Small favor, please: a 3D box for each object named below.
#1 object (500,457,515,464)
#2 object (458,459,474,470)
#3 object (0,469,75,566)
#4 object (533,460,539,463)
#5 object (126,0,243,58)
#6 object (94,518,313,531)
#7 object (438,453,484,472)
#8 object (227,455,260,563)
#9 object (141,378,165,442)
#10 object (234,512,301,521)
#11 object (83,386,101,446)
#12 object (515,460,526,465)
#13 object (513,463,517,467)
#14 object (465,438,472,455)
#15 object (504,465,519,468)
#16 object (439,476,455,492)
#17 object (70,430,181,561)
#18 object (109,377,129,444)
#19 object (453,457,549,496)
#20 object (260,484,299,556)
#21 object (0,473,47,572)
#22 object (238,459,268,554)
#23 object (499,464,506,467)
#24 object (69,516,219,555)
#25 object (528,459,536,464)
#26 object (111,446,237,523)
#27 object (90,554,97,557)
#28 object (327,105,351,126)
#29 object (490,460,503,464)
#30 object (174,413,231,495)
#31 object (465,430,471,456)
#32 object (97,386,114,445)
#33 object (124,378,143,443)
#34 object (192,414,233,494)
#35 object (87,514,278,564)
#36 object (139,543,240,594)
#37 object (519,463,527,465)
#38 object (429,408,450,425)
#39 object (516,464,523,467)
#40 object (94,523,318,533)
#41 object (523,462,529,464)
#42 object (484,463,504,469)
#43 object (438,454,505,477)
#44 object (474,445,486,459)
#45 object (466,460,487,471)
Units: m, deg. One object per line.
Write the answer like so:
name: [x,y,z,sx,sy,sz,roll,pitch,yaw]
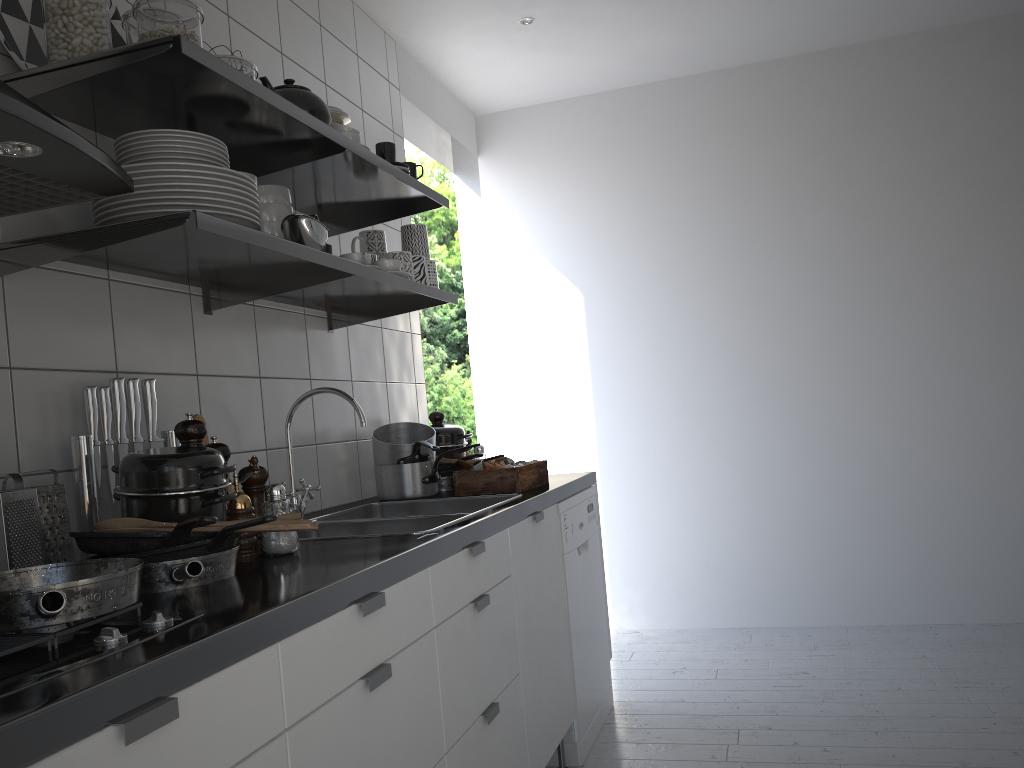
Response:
object: [-0.019,0.267,2.912,0.053,0.058,0.050,-5,-1,10]
object: [-0.115,0.285,2.828,0.048,0.107,0.266,-5,-2,13]
object: [-0.824,0.250,1.531,0.081,0.201,0.100,-5,-1,36]
object: [0.072,0.278,2.870,0.043,0.060,0.069,-6,-1,34]
object: [-0.700,-0.669,2.013,0.198,0.279,0.378,-5,-1,-2]
object: [-0.483,0.226,1.416,0.333,0.061,0.059,-4,-1,-26]
object: [-0.206,0.277,3.001,0.356,0.080,0.246,-6,-2,24]
object: [-0.507,0.232,1.656,0.058,0.192,0.080,-5,0,5]
object: [-0.747,0.054,1.847,0.022,0.132,0.046,-5,0,20]
object: [-0.512,0.240,1.440,0.336,0.021,0.065,-4,-2,-20]
object: [-0.796,0.060,1.681,0.019,0.114,0.027,-5,0,12]
object: [0.034,0.281,2.895,0.069,0.063,0.040,-4,-1,-26]
object: [0.008,0.277,2.833,0.034,0.052,0.055,-5,-1,3]
object: [-0.174,0.273,3.314,0.058,0.184,0.058,-5,0,45]
object: [-0.003,0.266,2.664,0.048,0.048,0.049,-6,-1,27]
object: [-0.233,0.327,2.975,0.232,0.061,0.352,-5,-2,-5]
object: [-0.755,0.227,1.771,0.067,0.260,0.321,-5,-1,16]
object: [-0.775,0.053,1.752,0.022,0.132,0.033,-5,0,21]
object: [-0.030,0.282,2.794,0.211,0.100,0.301,-6,-2,19]
object: [-0.447,0.257,1.687,0.069,0.135,0.069,-5,-1,-4]
object: [-0.808,0.244,1.415,0.081,0.201,0.101,-5,0,6]
object: [-0.503,0.239,1.739,0.058,0.184,0.058,-5,0,45]
object: [0.016,0.283,2.780,0.030,0.084,0.220,-5,-2,41]
object: [-0.536,0.243,1.426,0.356,0.080,0.246,-6,-2,24]
object: [0.066,0.275,2.869,0.069,0.062,0.042,-4,-1,-43]
object: [-0.577,0.186,1.515,0.197,0.159,0.190,-4,-1,-23]
object: [-0.725,0.311,1.579,0.052,0.067,0.066,-5,-1,-23]
object: [-0.544,-0.754,2.537,0.164,0.047,0.163,-4,-2,-24]
object: [-0.077,0.288,2.872,0.050,0.094,0.271,-5,-2,21]
object: [-0.584,0.195,1.697,0.061,0.282,0.123,-5,0,21]
object: [-0.177,0.266,3.231,0.058,0.192,0.080,-5,0,5]
object: [-0.786,0.061,1.715,0.019,0.114,0.027,-5,0,12]
object: [-0.763,0.053,1.793,0.022,0.132,0.033,-5,0,21]
object: [-0.709,0.215,2.062,0.047,0.294,0.157,-5,-1,16]
object: [-0.539,0.257,1.414,0.243,0.082,0.348,-4,-3,-32]
object: [-0.562,0.293,1.400,0.232,0.061,0.352,-5,-2,-5]
object: [0.049,0.266,2.818,0.053,0.030,0.054,-5,-2,11]
object: [-0.254,0.229,3.272,0.061,0.282,0.123,-5,0,21]
object: [0.028,0.269,2.752,0.049,0.043,0.050,-4,-1,-25]
object: [-0.476,0.231,1.402,0.334,0.044,0.064,-4,-2,-17]
object: [0.039,0.276,2.873,0.069,0.050,0.053,-4,-1,-21]
object: [-0.005,0.278,2.718,0.030,0.093,0.216,-5,-2,42]
object: [-0.209,0.290,2.989,0.243,0.082,0.348,-4,-3,-32]
object: [-0.117,0.291,3.262,0.069,0.135,0.069,-5,-1,-4]
object: [-0.107,0.285,2.729,0.084,0.099,0.118,-5,-1,10]
